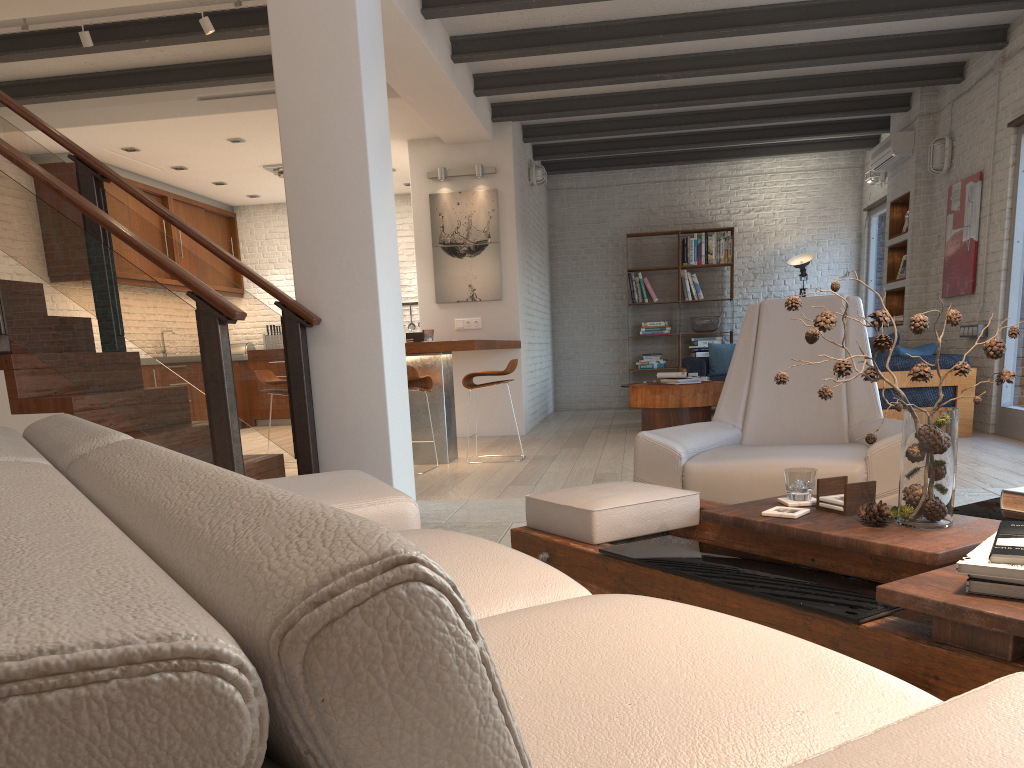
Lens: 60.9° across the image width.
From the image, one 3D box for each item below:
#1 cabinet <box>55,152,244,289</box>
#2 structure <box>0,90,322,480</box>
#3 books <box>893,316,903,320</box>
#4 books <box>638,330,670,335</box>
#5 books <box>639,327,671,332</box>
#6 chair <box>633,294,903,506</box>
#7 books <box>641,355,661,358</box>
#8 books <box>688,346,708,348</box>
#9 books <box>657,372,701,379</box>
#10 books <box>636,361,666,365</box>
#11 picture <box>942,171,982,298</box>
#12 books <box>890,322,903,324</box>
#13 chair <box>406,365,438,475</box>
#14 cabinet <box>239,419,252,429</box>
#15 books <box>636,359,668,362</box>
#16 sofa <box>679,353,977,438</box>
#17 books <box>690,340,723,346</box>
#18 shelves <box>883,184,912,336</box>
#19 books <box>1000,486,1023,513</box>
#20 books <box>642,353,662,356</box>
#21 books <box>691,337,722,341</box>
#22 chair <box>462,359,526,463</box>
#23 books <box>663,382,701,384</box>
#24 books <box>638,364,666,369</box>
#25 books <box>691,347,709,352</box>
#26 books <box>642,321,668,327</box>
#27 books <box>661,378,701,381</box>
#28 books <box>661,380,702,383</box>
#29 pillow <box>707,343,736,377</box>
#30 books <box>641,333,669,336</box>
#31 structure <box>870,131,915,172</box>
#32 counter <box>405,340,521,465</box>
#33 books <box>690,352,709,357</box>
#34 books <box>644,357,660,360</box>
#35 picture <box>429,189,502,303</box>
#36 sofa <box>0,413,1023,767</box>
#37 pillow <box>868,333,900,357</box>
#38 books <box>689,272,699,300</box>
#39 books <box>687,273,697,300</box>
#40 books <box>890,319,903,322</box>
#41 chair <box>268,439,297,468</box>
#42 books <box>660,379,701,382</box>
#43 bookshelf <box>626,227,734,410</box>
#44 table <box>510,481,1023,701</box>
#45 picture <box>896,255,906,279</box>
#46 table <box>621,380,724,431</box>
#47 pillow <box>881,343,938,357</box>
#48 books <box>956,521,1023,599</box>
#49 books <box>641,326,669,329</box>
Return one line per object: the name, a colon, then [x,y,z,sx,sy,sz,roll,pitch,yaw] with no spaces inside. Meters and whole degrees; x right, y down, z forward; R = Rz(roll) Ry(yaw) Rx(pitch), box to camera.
cabinet: [-4.020,-1.634,9.860,0.462,1.190,3.259,-1,4,8]
structure: [-1.411,-1.390,4.941,10.161,4.251,13.512,-2,3,8]
books: [3.984,-0.679,8.932,0.132,0.035,0.201,-2,3,18]
books: [1.838,-0.668,11.302,0.380,0.037,0.238,-3,3,4]
books: [1.846,-0.705,11.286,0.380,0.037,0.238,-3,3,2]
chair: [1.079,0.169,3.397,1.025,1.045,0.947,1,8,25]
books: [1.820,-0.360,11.405,0.236,0.019,0.167,-3,2,1]
books: [2.502,-0.484,11.249,0.445,0.021,0.265,-2,2,8]
books: [1.605,-0.062,8.383,0.320,0.112,0.268,0,5,41]
books: [1.813,-0.278,11.404,0.380,0.037,0.238,-2,3,8]
picture: [3.856,-1.248,7.492,0.019,0.987,0.721,-1,9,8]
books: [3.979,-0.626,8.950,0.162,0.017,0.246,-2,2,18]
chair: [-0.804,0.254,6.350,0.405,0.797,0.408,-1,10,8]
cabinet: [-2.690,-0.862,10.216,4.740,2.914,2.224,-5,9,-27]
books: [1.826,-0.306,11.386,0.380,0.019,0.238,-3,2,1]
sofa: [2.840,0.036,8.826,2.080,0.678,3.852,-2,3,8]
books: [2.511,-0.528,11.256,0.380,0.066,0.238,-3,3,3]
shelves: [3.995,-1.212,8.832,0.192,1.468,0.744,-1,10,8]
books: [1.562,0.314,2.378,0.324,0.058,0.250,-4,3,-21]
books: [1.825,-0.386,11.379,0.252,0.017,0.158,-2,2,8]
books: [2.503,-0.579,11.241,0.380,0.037,0.238,-2,3,8]
chair: [-0.129,0.204,6.781,0.423,0.797,0.391,-1,10,8]
books: [1.619,-0.014,8.324,0.252,0.011,0.312,-3,2,-12]
books: [1.834,-0.232,11.403,0.326,0.057,0.249,-2,3,18]
books: [2.485,-0.444,11.248,0.326,0.057,0.248,-3,3,3]
books: [1.852,-0.774,11.288,0.327,0.057,0.248,-2,3,11]
books: [1.607,-0.045,8.308,0.251,0.011,0.312,-3,2,-17]
books: [1.618,-0.025,8.337,0.251,0.011,0.313,-4,3,-22]
pillow: [2.617,-0.299,10.427,0.556,0.421,0.216,-2,10,7]
books: [1.849,-0.640,11.313,0.356,0.021,0.265,-2,2,8]
structure: [3.752,-2.288,8.630,0.200,0.225,0.794,-1,3,8]
counter: [-0.899,0.133,7.529,1.687,0.944,2.434,-2,4,8]
books: [2.517,-0.384,11.268,0.379,0.066,0.238,-3,3,-5]
books: [1.826,-0.333,11.404,0.206,0.035,0.129,-2,3,8]
picture: [-0.443,-1.313,8.368,0.655,1.045,0.019,-1,12,8]
sofa: [-0.295,0.437,1.378,1.131,0.776,2.298,-6,5,-32]
pillow: [3.496,-0.276,8.461,0.255,0.427,1.181,-1,4,8]
books: [2.310,-1.239,11.130,0.125,0.358,0.264,-1,9,8]
books: [2.287,-1.238,11.124,0.125,0.358,0.264,-1,9,8]
books: [3.983,-0.652,8.931,0.171,0.019,0.230,-2,2,10]
chair: [-1.815,0.274,7.029,0.423,0.797,0.391,-1,10,8]
books: [1.609,-0.035,8.318,0.251,0.011,0.313,-4,3,-22]
bookshelf: [2.154,-0.807,11.219,1.319,2.266,0.352,-1,12,8]
table: [1.253,0.498,2.189,1.950,0.441,2.175,-4,3,-31]
picture: [4.013,-1.193,8.884,0.102,0.251,0.188,-3,9,-1]
table: [1.612,0.202,8.908,1.077,0.458,1.785,-2,3,14]
pillow: [3.207,-0.159,7.191,0.558,0.337,0.371,-6,7,-31]
books: [1.002,0.320,1.597,0.248,0.076,0.394,0,4,41]
books: [1.846,-0.735,11.299,0.356,0.021,0.265,-2,2,7]
